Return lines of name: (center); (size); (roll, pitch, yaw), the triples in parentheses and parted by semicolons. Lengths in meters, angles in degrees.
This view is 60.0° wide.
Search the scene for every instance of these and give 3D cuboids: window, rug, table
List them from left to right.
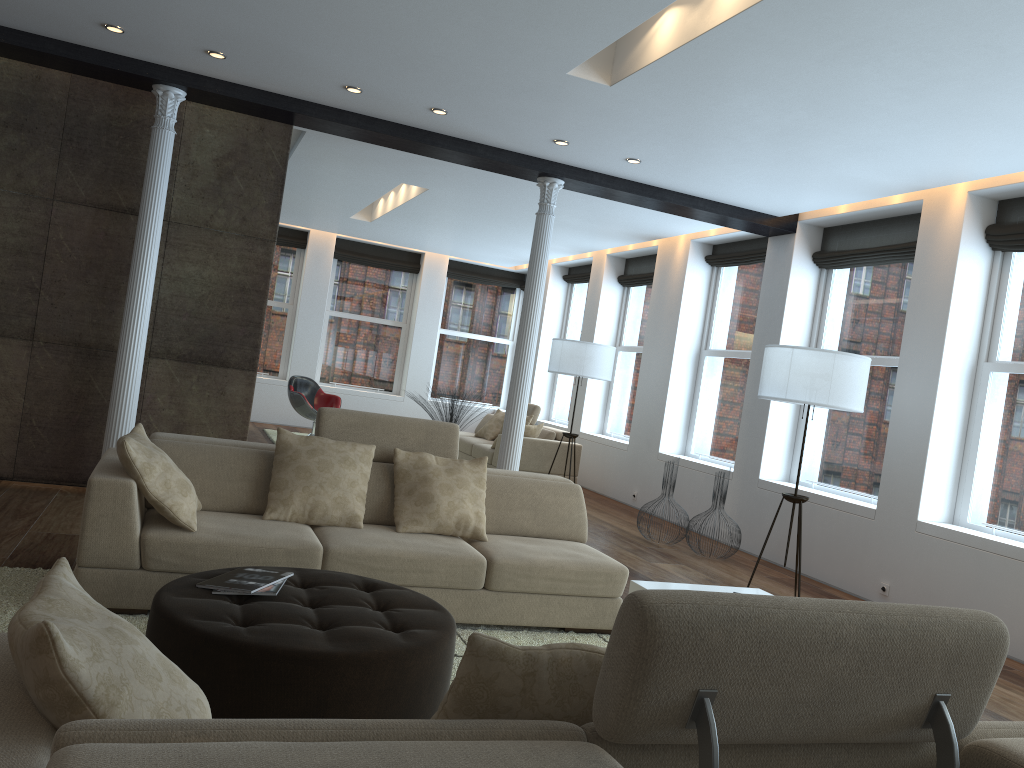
window: (-4.019, -1.265, 13.564); (1.420, 2.400, 0.123); (8, 0, -21)
window: (-2.333, -1.018, 14.202); (1.420, 2.400, 0.123); (8, 0, -21)
rug: (-1.348, 0.967, 10.899); (2.972, 0.020, 4.231); (8, 0, -21)
window: (-0.619, -0.767, 14.843); (1.474, 2.400, 0.123); (8, 0, -21)
rug: (0.047, 1.236, 3.472); (4.231, 0.020, 2.972); (8, 0, -21)
window: (0.978, -0.510, 12.684); (0.123, 2.400, 1.444); (8, 0, -21)
window: (1.598, -0.404, 11.004); (0.123, 2.400, 1.345); (8, 0, -21)
window: (2.313, -0.281, 9.067); (0.123, 2.400, 1.391); (8, 0, -21)
table: (1.247, 1.309, 4.883); (0.900, 0.170, 0.900); (8, 0, -21)
window: (2.939, -0.173, 7.371); (0.123, 2.400, 1.432); (8, 0, -21)
window: (3.574, -0.064, 5.651); (0.123, 2.400, 1.442); (8, 0, -21)

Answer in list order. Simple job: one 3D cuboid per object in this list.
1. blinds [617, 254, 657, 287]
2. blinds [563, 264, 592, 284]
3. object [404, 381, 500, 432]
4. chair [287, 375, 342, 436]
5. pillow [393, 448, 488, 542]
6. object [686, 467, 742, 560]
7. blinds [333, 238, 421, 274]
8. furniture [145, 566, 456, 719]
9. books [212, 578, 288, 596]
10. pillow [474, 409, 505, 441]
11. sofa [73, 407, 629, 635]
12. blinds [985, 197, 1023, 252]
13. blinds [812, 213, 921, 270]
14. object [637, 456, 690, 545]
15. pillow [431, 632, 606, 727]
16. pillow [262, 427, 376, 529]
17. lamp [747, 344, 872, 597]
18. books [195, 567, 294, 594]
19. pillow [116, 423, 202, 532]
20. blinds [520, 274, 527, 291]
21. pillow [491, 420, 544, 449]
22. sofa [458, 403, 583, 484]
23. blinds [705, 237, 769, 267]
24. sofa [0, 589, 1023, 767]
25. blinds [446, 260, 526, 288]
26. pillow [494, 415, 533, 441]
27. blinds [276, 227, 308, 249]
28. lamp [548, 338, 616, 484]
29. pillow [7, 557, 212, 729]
blinds: (1.690, -1.416, 10.974); (0.156, 0.393, 1.342); (8, 0, -21)
blinds: (1.080, -1.581, 12.652); (0.156, 0.275, 1.442); (8, 0, -21)
object: (-0.915, 0.494, 12.943); (1.119, 1.014, 1.125); (8, 1, -34)
chair: (-2.717, 0.331, 12.106); (0.810, 0.818, 0.669); (8, 1, -41)
pillow: (-0.377, 0.573, 4.677); (0.519, 0.416, 0.368); (8, 0, -16)
object: (1.728, 1.071, 7.471); (0.458, 0.781, 0.458); (8, 1, -21)
blinds: (-2.148, -2.031, 14.106); (1.422, 0.363, 0.156); (8, 0, -21)
furniture: (-0.735, 0.933, 3.139); (1.057, 0.355, 1.057); (8, 0, -19)
books: (-0.941, 0.722, 3.219); (0.219, 0.031, 0.300); (8, 0, -6)
pillow: (-0.211, 0.540, 11.667); (0.368, 0.416, 0.519); (8, 1, -25)
sofa: (-0.738, 0.640, 4.548); (2.581, 0.950, 1.021); (8, 0, -21)
blinds: (3.666, -1.069, 5.619); (0.156, 0.424, 1.439); (8, 0, -21)
blinds: (3.017, -1.187, 7.335); (0.183, 0.395, 1.431); (8, 0, -21)
object: (1.366, 1.013, 7.831); (0.458, 0.781, 0.458); (8, 1, -21)
pillow: (0.070, 0.653, 1.685); (0.534, 0.439, 0.301); (8, 1, -24)
pillow: (-0.959, 0.477, 4.470); (0.534, 0.439, 0.301); (8, 0, -17)
lamp: (1.968, 0.636, 6.092); (0.698, 1.728, 0.698); (9, 0, 3)
books: (-0.965, 0.711, 3.225); (0.220, 0.040, 0.301); (9, 0, 14)
pillow: (-1.584, 0.409, 3.981); (0.395, 0.393, 0.518); (8, 0, -17)
blinds: (0.448, -1.663, 14.352); (0.156, 0.327, 1.377); (8, 0, -21)
pillow: (0.058, 0.603, 10.291); (0.518, 0.393, 0.395); (8, 1, -24)
sofa: (-0.100, 0.680, 11.321); (1.018, 0.950, 2.581); (8, 0, -21)
blinds: (2.414, -1.352, 9.037); (0.156, 0.275, 1.396); (8, 0, -21)
sofa: (0.281, 0.815, 1.788); (2.581, 0.950, 1.021); (8, 0, -21)
blinds: (-0.447, -1.808, 14.749); (1.442, 0.312, 0.155); (8, 0, -21)
pillow: (0.019, 0.568, 11.086); (0.301, 0.439, 0.534); (8, 1, -24)
blinds: (-3.826, -2.305, 13.469); (1.412, 0.307, 0.156); (8, 0, -21)
lamp: (0.658, 0.410, 9.640); (0.698, 1.728, 0.698); (9, 0, 3)
pillow: (-0.720, 0.558, 1.641); (0.395, 0.393, 0.518); (8, 1, -24)
